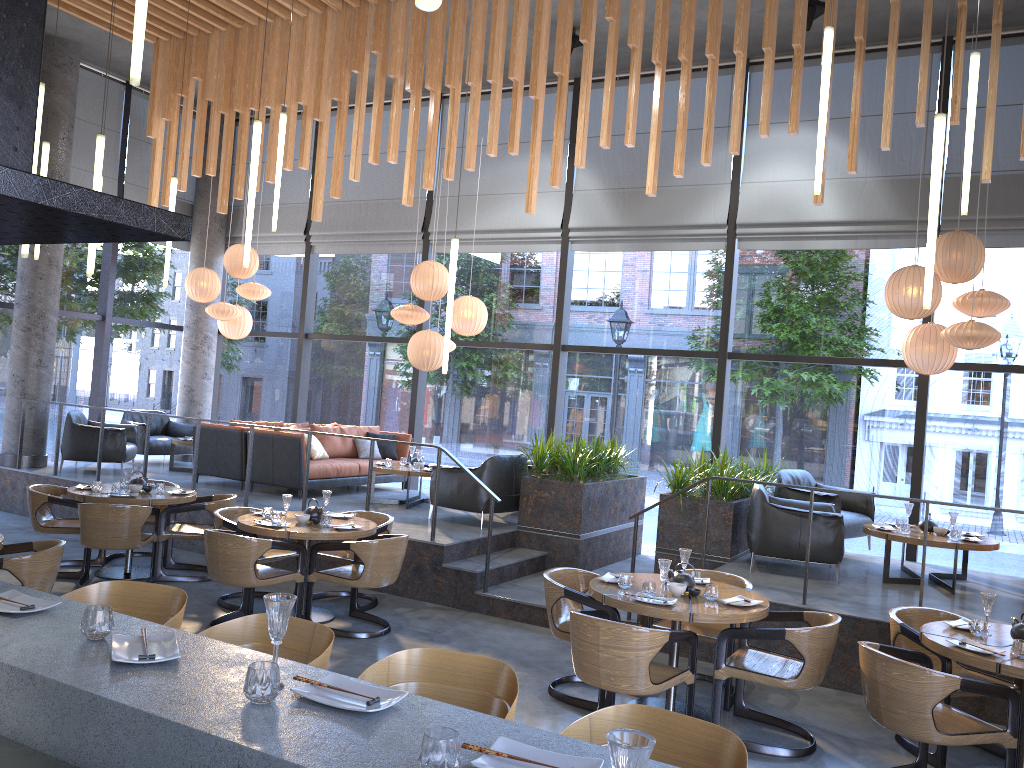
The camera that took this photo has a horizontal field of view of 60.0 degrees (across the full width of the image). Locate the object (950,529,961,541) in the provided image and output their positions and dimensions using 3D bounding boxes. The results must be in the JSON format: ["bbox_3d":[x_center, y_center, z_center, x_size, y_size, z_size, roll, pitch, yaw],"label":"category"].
[{"bbox_3d":[3.732,1.272,7.462,0.086,0.086,0.086,4,-1,32],"label":"object"}]

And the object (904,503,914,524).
[{"bbox_3d":[3.611,1.201,8.080,0.082,0.227,0.082,4,-1,10],"label":"object"}]

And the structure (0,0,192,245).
[{"bbox_3d":[-5.957,-1.446,2.776,8.600,2.382,4.958,4,-1,28],"label":"structure"}]

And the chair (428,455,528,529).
[{"bbox_3d":[-0.308,1.085,9.387,0.833,0.743,1.030,4,-1,35],"label":"chair"}]

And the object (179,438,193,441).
[{"bbox_3d":[-4.300,0.741,11.777,0.170,0.025,0.294,5,-1,-37],"label":"object"}]

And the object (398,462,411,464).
[{"bbox_3d":[-1.253,0.965,10.809,0.294,0.025,0.170,5,-1,-26],"label":"object"}]

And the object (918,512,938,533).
[{"bbox_3d":[3.701,1.230,7.885,0.163,0.179,0.168,5,-1,-6],"label":"object"}]

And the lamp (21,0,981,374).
[{"bbox_3d":[-1.952,-5.346,3.280,8.975,10.231,8.774,4,-1,27],"label":"lamp"}]

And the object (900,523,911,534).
[{"bbox_3d":[3.391,1.248,7.646,0.086,0.086,0.086,4,-1,32],"label":"object"}]

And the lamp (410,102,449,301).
[{"bbox_3d":[-0.894,-2.163,10.507,0.465,2.374,0.465,5,-1,-38],"label":"lamp"}]

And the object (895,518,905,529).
[{"bbox_3d":[3.515,1.264,8.025,0.086,0.086,0.086,5,-1,-24],"label":"object"}]

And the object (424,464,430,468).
[{"bbox_3d":[-0.998,0.970,10.416,0.080,0.042,0.080,4,-1,13],"label":"object"}]

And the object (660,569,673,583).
[{"bbox_3d":[1.005,1.246,5.750,0.086,0.086,0.086,4,-1,10],"label":"object"}]

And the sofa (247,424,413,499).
[{"bbox_3d":[-2.221,0.928,11.085,0.864,0.811,2.226,4,-1,28],"label":"sofa"}]

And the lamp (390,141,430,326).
[{"bbox_3d":[-1.138,-1.831,10.603,0.467,2.271,0.467,5,-1,-9],"label":"lamp"}]

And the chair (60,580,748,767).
[{"bbox_3d":[-0.593,1.316,0.640,2.787,1.047,5.395,4,-1,6],"label":"chair"}]

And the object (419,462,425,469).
[{"bbox_3d":[-1.080,0.951,10.344,0.116,0.065,0.116,5,-1,-32],"label":"object"}]

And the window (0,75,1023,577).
[{"bbox_3d":[-2.390,-1.182,5.474,12.739,5.897,12.900,4,-1,28],"label":"window"}]

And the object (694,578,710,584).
[{"bbox_3d":[1.158,1.291,5.859,0.294,0.025,0.170,4,-1,13],"label":"object"}]

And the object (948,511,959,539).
[{"bbox_3d":[3.751,1.204,7.547,0.082,0.227,0.082,5,-1,-19],"label":"object"}]

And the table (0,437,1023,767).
[{"bbox_3d":[-1.302,1.403,7.259,10.659,0.968,6.876,4,-1,29],"label":"table"}]

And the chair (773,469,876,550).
[{"bbox_3d":[3.109,1.268,8.943,0.833,0.743,1.030,4,-1,43],"label":"chair"}]

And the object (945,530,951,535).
[{"bbox_3d":[3.820,1.307,7.814,0.080,0.042,0.080,5,-1,-9],"label":"object"}]

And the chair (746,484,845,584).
[{"bbox_3d":[2.507,1.282,7.873,0.833,0.743,1.030,4,-1,14],"label":"chair"}]

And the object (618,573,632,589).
[{"bbox_3d":[0.698,1.218,5.484,0.086,0.086,0.086,5,-1,-36],"label":"object"}]

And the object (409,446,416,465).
[{"bbox_3d":[-1.207,0.864,10.682,0.082,0.227,0.082,4,-1,10],"label":"object"}]

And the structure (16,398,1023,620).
[{"bbox_3d":[-2.931,-0.476,4.153,11.718,4.117,9.054,4,-1,28],"label":"structure"}]

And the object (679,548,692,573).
[{"bbox_3d":[1.114,1.184,5.737,0.082,0.227,0.082,5,-1,-41],"label":"object"}]

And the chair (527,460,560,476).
[{"bbox_3d":[0.247,1.145,10.430,0.833,0.743,1.030,4,-1,14],"label":"chair"}]

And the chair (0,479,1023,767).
[{"bbox_3d":[-1.439,1.471,5.563,9.749,0.759,4.352,4,-1,30],"label":"chair"}]

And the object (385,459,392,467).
[{"bbox_3d":[-1.427,0.911,10.248,0.086,0.086,0.086,4,-1,32],"label":"object"}]

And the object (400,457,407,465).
[{"bbox_3d":[-1.303,0.927,10.627,0.086,0.086,0.086,5,-1,-24],"label":"object"}]

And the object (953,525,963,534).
[{"bbox_3d":[3.927,1.293,7.825,0.086,0.086,0.086,4,-1,32],"label":"object"}]

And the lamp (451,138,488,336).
[{"bbox_3d":[-0.943,-2.215,7.309,0.468,3.124,6.999,4,-1,9],"label":"lamp"}]

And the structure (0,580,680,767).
[{"bbox_3d":[-4.440,0.855,1.724,8.945,1.400,4.889,4,-1,28],"label":"structure"}]

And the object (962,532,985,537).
[{"bbox_3d":[4.082,1.337,7.864,0.170,0.025,0.294,4,-1,9],"label":"object"}]

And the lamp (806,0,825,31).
[{"bbox_3d":[2.823,-3.501,8.403,0.273,0.367,0.300,5,-1,-16],"label":"lamp"}]

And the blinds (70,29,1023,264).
[{"bbox_3d":[-3.750,-3.028,9.592,17.610,2.314,8.760,5,-1,-18],"label":"blinds"}]

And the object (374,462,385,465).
[{"bbox_3d":[-1.529,0.937,10.407,0.170,0.025,0.294,4,-1,9],"label":"object"}]

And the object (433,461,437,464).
[{"bbox_3d":[-0.892,0.956,10.427,0.086,0.086,0.086,4,-1,32],"label":"object"}]

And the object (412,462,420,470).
[{"bbox_3d":[-1.086,0.935,10.064,0.086,0.086,0.086,4,-1,32],"label":"object"}]

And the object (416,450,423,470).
[{"bbox_3d":[-1.067,0.867,10.150,0.082,0.227,0.082,5,-1,-19],"label":"object"}]

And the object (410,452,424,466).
[{"bbox_3d":[-1.117,0.893,10.487,0.163,0.179,0.168,5,-1,-6],"label":"object"}]

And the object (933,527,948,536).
[{"bbox_3d":[3.738,1.288,7.741,0.116,0.065,0.116,5,-1,-32],"label":"object"}]

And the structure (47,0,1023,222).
[{"bbox_3d":[-2.537,-1.223,3.867,10.399,5.894,10.127,4,-1,28],"label":"structure"}]

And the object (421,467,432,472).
[{"bbox_3d":[-0.939,0.978,10.088,0.170,0.025,0.294,4,-1,9],"label":"object"}]

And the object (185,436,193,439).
[{"bbox_3d":[-4.391,0.741,12.257,0.170,0.025,0.294,4,-1,19],"label":"object"}]

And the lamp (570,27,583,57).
[{"bbox_3d":[0.611,-3.656,9.575,0.273,0.367,0.300,5,-1,-43],"label":"lamp"}]

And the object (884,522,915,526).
[{"bbox_3d":[3.566,1.302,8.207,0.294,0.025,0.170,5,-1,-26],"label":"object"}]

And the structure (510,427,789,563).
[{"bbox_3d":[-4.594,0.826,7.392,15.715,1.608,4.306,5,-1,-23],"label":"structure"}]

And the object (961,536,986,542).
[{"bbox_3d":[3.879,1.315,7.486,0.170,0.025,0.294,4,-1,9],"label":"object"}]

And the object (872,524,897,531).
[{"bbox_3d":[3.289,1.274,7.804,0.170,0.025,0.294,4,-1,9],"label":"object"}]
